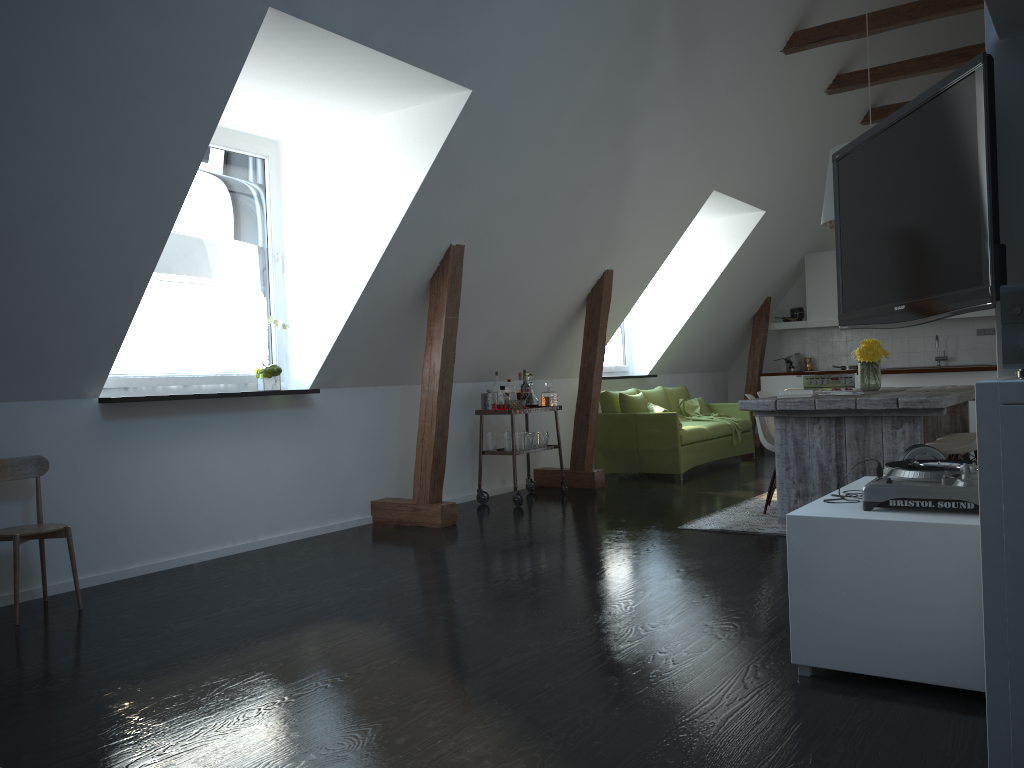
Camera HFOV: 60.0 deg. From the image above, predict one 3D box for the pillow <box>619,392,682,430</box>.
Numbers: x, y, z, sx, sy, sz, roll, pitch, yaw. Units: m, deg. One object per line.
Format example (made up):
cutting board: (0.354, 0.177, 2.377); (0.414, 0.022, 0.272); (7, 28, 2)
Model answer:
pillow: (1.357, 0.259, 8.412); (0.600, 0.387, 0.475); (-2, 0, 31)

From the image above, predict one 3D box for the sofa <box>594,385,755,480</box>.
sofa: (1.712, 0.436, 9.105); (0.898, 0.825, 2.093); (-2, 0, 33)

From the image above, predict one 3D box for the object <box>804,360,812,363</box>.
object: (3.757, -0.280, 11.246); (0.100, 0.036, 0.100); (-2, 0, 1)

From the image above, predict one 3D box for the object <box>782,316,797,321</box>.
object: (3.497, -0.827, 11.193); (0.061, 0.077, 0.331); (-2, 0, -7)

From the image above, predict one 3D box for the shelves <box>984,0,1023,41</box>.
shelves: (1.843, -0.961, 1.749); (1.604, 0.038, 0.478); (-2, 0, 34)

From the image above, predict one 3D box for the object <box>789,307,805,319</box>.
object: (3.614, -0.894, 11.240); (0.190, 0.166, 0.200); (-2, 0, -3)

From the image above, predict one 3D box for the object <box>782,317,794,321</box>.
object: (3.482, -0.820, 11.192); (0.065, 0.065, 0.332); (-2, 0, 1)

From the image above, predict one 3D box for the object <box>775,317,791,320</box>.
object: (3.507, -0.819, 11.286); (0.357, 0.075, 0.244); (-2, 0, 5)

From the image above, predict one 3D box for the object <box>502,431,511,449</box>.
object: (-0.029, 0.449, 6.951); (0.087, 0.155, 0.087); (-2, 0, 7)

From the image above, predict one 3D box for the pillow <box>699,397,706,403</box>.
pillow: (2.055, 0.284, 9.783); (0.210, 0.275, 0.462); (-2, 0, 32)

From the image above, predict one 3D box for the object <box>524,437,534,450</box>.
object: (0.128, 0.470, 7.041); (0.092, 0.099, 0.092); (-2, 0, 12)

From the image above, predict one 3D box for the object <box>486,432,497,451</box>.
object: (-0.155, 0.454, 6.947); (0.087, 0.155, 0.087); (-2, 0, 7)

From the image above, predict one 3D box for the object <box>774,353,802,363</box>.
object: (3.515, -0.308, 11.325); (0.371, 0.169, 0.203); (-2, 0, 6)

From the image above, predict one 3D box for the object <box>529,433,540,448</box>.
object: (0.184, 0.457, 7.133); (0.095, 0.119, 0.095); (-2, 0, -4)

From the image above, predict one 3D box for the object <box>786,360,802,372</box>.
object: (3.581, -0.231, 11.246); (0.200, 0.154, 0.348); (-2, 0, 14)

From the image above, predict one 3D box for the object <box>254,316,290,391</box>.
object: (-1.474, -0.190, 5.463); (0.131, 0.461, 0.309); (-2, 0, -37)

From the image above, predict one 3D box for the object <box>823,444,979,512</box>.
object: (1.386, 0.309, 3.037); (0.558, 0.162, 0.742); (-2, 0, 32)

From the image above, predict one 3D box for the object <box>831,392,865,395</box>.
object: (2.127, 0.059, 5.614); (0.182, 0.016, 0.179); (-2, 0, 29)

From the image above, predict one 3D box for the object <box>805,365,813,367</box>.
object: (3.765, -0.219, 11.246); (0.099, 0.051, 0.099); (-2, 0, 20)

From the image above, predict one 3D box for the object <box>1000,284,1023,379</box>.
object: (1.394, -0.127, 2.038); (0.435, 0.211, 0.496); (-2, 0, 34)

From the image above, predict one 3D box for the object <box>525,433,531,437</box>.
object: (0.113, 0.459, 7.241); (0.095, 0.119, 0.095); (-2, 0, -4)

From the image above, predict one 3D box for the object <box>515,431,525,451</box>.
object: (0.063, 0.445, 6.903); (0.087, 0.155, 0.087); (-2, 0, 7)

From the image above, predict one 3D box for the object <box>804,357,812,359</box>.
object: (3.756, -0.317, 11.244); (0.100, 0.047, 0.099); (-2, 0, 30)

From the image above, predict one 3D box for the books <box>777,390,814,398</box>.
books: (1.788, 0.061, 5.592); (0.202, 0.042, 0.251); (-2, 0, 22)

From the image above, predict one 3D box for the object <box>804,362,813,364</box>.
object: (3.761, -0.262, 11.249); (0.101, 0.057, 0.099); (-3, 0, -44)

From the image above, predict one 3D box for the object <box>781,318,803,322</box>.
object: (3.545, -0.805, 11.214); (0.243, 0.056, 0.350); (-2, 0, 23)

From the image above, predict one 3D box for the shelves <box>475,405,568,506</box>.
shelves: (0.079, 0.557, 7.126); (0.438, 0.732, 0.803); (-2, 0, 30)

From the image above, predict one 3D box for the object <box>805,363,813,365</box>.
object: (3.764, -0.240, 11.249); (0.099, 0.043, 0.100); (-2, 0, 22)

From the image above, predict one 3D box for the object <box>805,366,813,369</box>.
object: (3.767, -0.202, 11.244); (0.099, 0.048, 0.100); (-2, 0, -37)

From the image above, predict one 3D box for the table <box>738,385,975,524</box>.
table: (2.539, 0.439, 6.087); (1.141, 0.788, 2.421); (-2, 0, 34)

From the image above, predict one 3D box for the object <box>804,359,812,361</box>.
object: (3.757, -0.297, 11.246); (0.100, 0.036, 0.100); (-2, 0, -27)

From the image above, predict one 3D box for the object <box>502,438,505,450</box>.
object: (-0.032, 0.476, 7.065); (0.092, 0.099, 0.092); (-2, 0, 12)

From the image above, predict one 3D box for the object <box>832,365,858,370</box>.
object: (4.047, -0.203, 10.760); (0.351, 0.061, 0.232); (-2, 0, 8)

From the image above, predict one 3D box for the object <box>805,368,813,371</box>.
object: (3.770, -0.180, 11.244); (0.100, 0.036, 0.100); (-2, 0, 31)

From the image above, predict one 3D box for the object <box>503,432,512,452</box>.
object: (-0.023, 0.449, 6.853); (0.087, 0.155, 0.087); (-2, 0, 7)

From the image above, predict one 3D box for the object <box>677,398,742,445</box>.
object: (2.168, 0.394, 9.561); (0.722, 0.493, 0.711); (-2, 0, 29)
